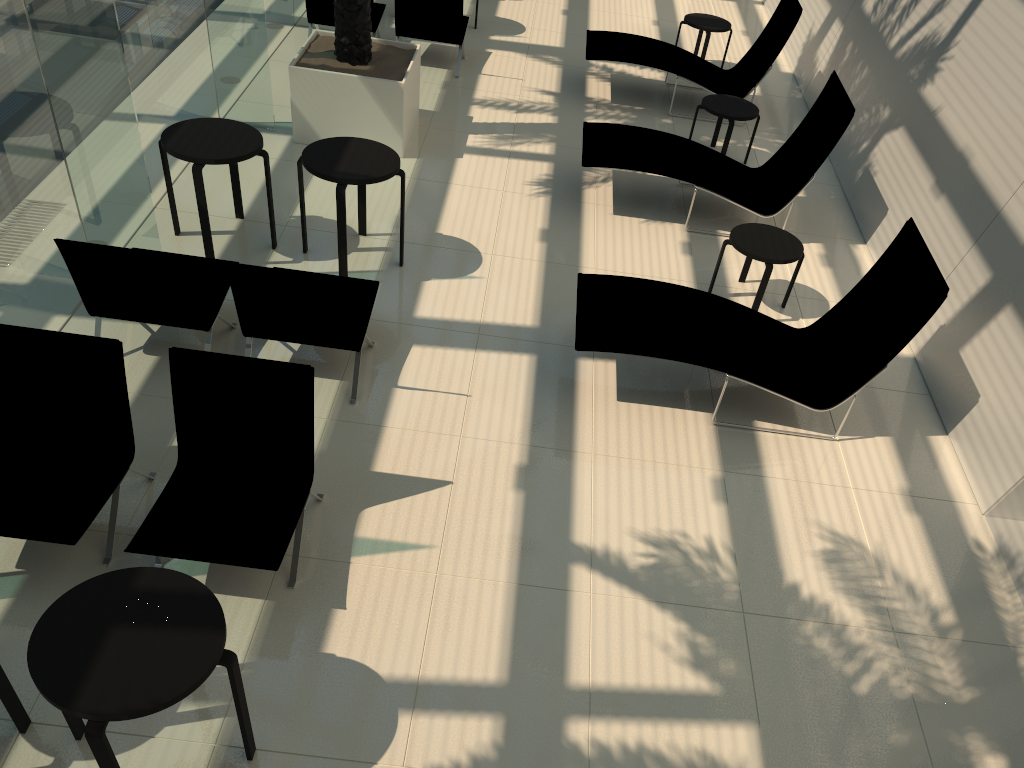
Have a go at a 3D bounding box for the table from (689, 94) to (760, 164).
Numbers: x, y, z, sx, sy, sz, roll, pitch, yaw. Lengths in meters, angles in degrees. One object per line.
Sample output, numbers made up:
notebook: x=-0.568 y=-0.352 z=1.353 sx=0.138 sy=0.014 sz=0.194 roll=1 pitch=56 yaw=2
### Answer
table: x=2.060 y=-2.450 z=8.510 sx=0.532 sy=0.562 sz=0.528 roll=-29 pitch=53 yaw=-34

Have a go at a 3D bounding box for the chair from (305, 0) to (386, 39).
chair: x=-1.778 y=-4.080 z=9.338 sx=0.716 sy=0.964 sz=0.810 roll=7 pitch=41 yaw=-1

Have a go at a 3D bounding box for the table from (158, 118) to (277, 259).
table: x=-2.126 y=-1.400 z=6.345 sx=0.653 sy=0.847 sz=0.648 roll=35 pitch=48 yaw=27

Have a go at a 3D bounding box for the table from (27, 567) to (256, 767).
table: x=-1.453 y=1.241 z=3.490 sx=0.657 sy=0.847 sz=0.644 roll=-24 pitch=51 yaw=-31

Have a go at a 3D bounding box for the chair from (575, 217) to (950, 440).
chair: x=1.445 y=-0.471 z=5.626 sx=2.038 sy=1.256 sz=0.843 roll=7 pitch=41 yaw=-2

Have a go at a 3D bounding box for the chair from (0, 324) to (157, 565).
chair: x=-2.318 y=0.360 z=4.232 sx=0.716 sy=0.964 sz=0.810 roll=7 pitch=41 yaw=-1

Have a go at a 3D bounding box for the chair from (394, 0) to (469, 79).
chair: x=-0.853 y=-3.956 z=9.368 sx=0.716 sy=0.964 sz=0.810 roll=7 pitch=41 yaw=-1

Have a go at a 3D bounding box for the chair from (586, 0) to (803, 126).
chair: x=1.816 y=-3.611 z=9.236 sx=2.038 sy=1.256 sz=0.843 roll=7 pitch=41 yaw=-2

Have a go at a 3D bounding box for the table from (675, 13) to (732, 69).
table: x=2.243 y=-3.997 z=10.288 sx=0.532 sy=0.562 sz=0.528 roll=35 pitch=48 yaw=27

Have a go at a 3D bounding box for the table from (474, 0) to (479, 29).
table: x=-0.762 y=-4.678 z=10.292 sx=0.653 sy=0.847 sz=0.648 roll=35 pitch=48 yaw=27

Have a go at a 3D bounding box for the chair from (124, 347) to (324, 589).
chair: x=-1.393 y=0.484 z=4.261 sx=0.716 sy=0.964 sz=0.810 roll=7 pitch=41 yaw=-1

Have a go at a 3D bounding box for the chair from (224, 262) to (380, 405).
chair: x=-1.258 y=-0.534 z=5.435 sx=0.716 sy=0.964 sz=0.810 roll=7 pitch=41 yaw=-1

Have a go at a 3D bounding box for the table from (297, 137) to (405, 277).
table: x=-1.165 y=-1.271 z=6.376 sx=0.653 sy=0.847 sz=0.648 roll=35 pitch=48 yaw=27

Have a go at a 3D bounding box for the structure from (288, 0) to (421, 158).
structure: x=-1.104 y=-5.158 z=5.633 sx=4.827 sy=7.609 sz=4.063 roll=3 pitch=42 yaw=-6

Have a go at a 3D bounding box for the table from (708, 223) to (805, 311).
table: x=1.871 y=-0.856 z=6.678 sx=0.532 sy=0.562 sz=0.528 roll=-29 pitch=53 yaw=-34

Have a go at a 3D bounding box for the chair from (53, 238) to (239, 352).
chair: x=-2.183 y=-0.658 z=5.405 sx=0.716 sy=0.964 sz=0.810 roll=7 pitch=41 yaw=-1

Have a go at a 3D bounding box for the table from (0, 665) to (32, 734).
table: x=-2.414 y=1.112 z=3.459 sx=0.657 sy=0.847 sz=0.644 roll=-24 pitch=51 yaw=-31

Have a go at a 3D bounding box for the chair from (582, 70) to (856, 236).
chair: x=1.633 y=-2.065 z=7.459 sx=2.038 sy=1.256 sz=0.843 roll=7 pitch=41 yaw=-2
